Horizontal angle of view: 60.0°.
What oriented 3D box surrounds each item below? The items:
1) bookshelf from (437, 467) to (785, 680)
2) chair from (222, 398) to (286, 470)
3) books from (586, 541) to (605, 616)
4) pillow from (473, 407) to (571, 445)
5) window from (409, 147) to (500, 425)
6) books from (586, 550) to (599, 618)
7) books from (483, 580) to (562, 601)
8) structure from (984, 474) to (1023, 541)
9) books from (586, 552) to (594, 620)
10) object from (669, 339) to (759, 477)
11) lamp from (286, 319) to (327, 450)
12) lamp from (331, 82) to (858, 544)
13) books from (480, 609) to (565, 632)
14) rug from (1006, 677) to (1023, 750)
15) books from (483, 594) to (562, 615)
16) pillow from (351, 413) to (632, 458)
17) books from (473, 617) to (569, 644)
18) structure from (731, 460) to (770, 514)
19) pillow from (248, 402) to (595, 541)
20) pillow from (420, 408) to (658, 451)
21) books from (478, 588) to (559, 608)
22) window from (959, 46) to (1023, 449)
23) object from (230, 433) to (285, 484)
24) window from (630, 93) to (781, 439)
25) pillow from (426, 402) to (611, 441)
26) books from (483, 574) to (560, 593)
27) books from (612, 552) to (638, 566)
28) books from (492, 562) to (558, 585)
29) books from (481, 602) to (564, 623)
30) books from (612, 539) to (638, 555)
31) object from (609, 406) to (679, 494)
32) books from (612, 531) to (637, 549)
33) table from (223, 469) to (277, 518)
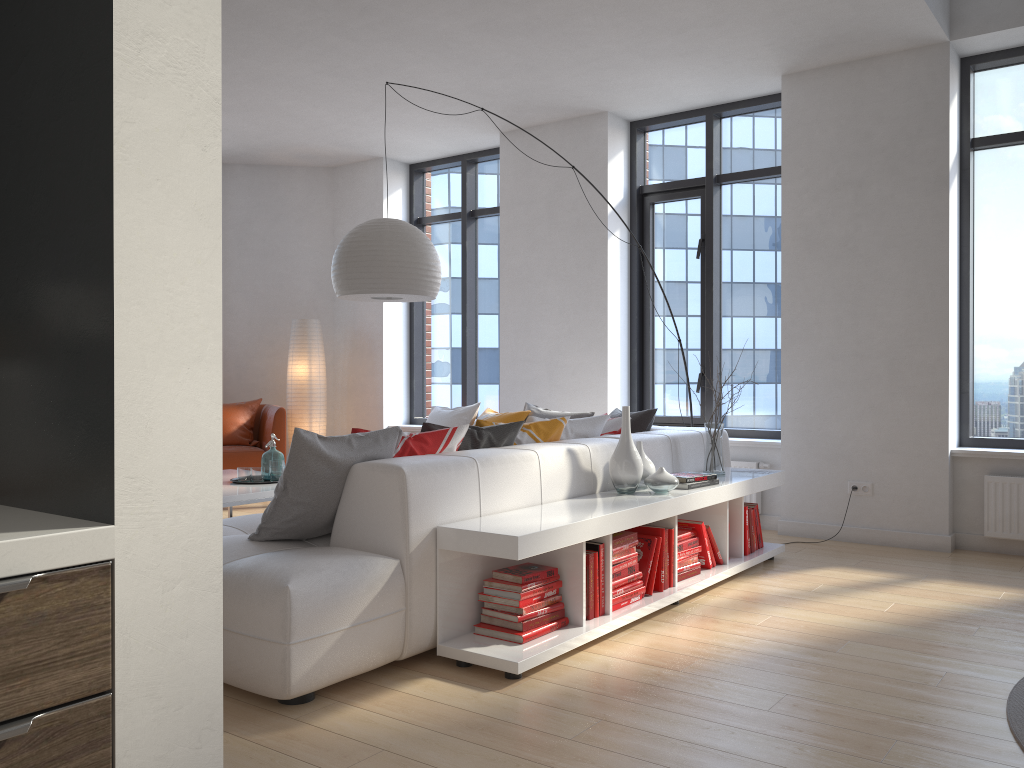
[{"bbox_3d":[0.643,0.748,4.098,0.356,0.500,2.600,0,0,36],"label":"bookshelf"},{"bbox_3d":[-2.359,0.549,7.310,0.896,0.858,0.843,0,0,-22],"label":"chair"},{"bbox_3d":[0.276,0.777,3.588,0.214,0.291,0.049,0,0,36],"label":"books"},{"bbox_3d":[-0.122,0.373,5.099,0.630,0.440,2.095,0,0,-7],"label":"pillow"},{"bbox_3d":[-0.373,-0.825,7.877,1.310,2.402,0.170,0,0,36],"label":"window"},{"bbox_3d":[0.260,0.792,3.558,0.195,0.259,0.042,0,0,36],"label":"books"},{"bbox_3d":[0.042,0.766,3.347,0.179,0.028,0.269,0,0,37],"label":"books"},{"bbox_3d":[3.175,0.761,4.888,1.015,0.460,0.110,0,0,36],"label":"structure"},{"bbox_3d":[0.229,0.793,3.533,0.207,0.259,0.034,0,0,36],"label":"books"},{"bbox_3d":[1.145,0.122,4.747,0.406,0.744,0.607,0,0,-14],"label":"object"},{"bbox_3d":[-1.607,0.201,7.863,0.804,1.550,0.502,0,0,-4],"label":"lamp"},{"bbox_3d":[0.535,-0.333,5.309,3.199,2.647,0.710,0,0,-18],"label":"lamp"},{"bbox_3d":[0.041,0.874,3.349,0.206,0.034,0.259,0,0,39],"label":"books"},{"bbox_3d":[2.614,1.004,2.123,2.499,0.010,2.499,0,0,9],"label":"rug"},{"bbox_3d":[0.042,0.819,3.349,0.182,0.025,0.257,0,0,36],"label":"books"},{"bbox_3d":[0.006,0.388,4.352,0.575,0.449,2.250,0,0,34],"label":"pillow"},{"bbox_3d":[0.037,0.907,3.332,0.227,0.032,0.301,0,0,36],"label":"books"},{"bbox_3d":[1.318,0.754,6.244,1.015,0.460,0.110,0,0,36],"label":"structure"},{"bbox_3d":[-0.319,0.357,4.470,0.647,0.453,2.953,0,0,24],"label":"pillow"},{"bbox_3d":[0.192,0.360,4.620,0.608,0.436,2.120,0,0,32],"label":"pillow"},{"bbox_3d":[0.026,0.794,3.355,0.191,0.028,0.261,0,0,36],"label":"books"},{"bbox_3d":[3.342,-0.811,5.164,1.310,2.402,0.170,0,0,36],"label":"window"},{"bbox_3d":[-1.416,0.415,4.996,0.330,0.265,0.330,0,0,-30],"label":"object"},{"bbox_3d":[1.485,-0.818,6.520,1.310,2.402,0.170,0,0,36],"label":"window"},{"bbox_3d":[-0.207,0.353,5.406,0.580,0.456,2.156,0,0,-28],"label":"pillow"},{"bbox_3d":[0.038,0.740,3.348,0.178,0.025,0.254,0,0,36],"label":"books"},{"bbox_3d":[0.397,0.730,3.746,0.178,0.023,0.236,0,0,36],"label":"books"},{"bbox_3d":[0.050,0.714,3.348,0.152,0.029,0.206,0,0,42],"label":"books"},{"bbox_3d":[0.042,0.845,3.336,0.187,0.026,0.266,0,0,42],"label":"books"},{"bbox_3d":[0.396,0.681,3.747,0.187,0.026,0.266,0,0,31],"label":"books"},{"bbox_3d":[0.576,0.300,4.102,0.316,0.398,0.319,0,0,-30],"label":"object"},{"bbox_3d":[0.379,0.651,3.737,0.206,0.034,0.259,0,0,33],"label":"books"},{"bbox_3d":[-1.678,0.766,4.900,1.091,0.435,1.091,0,0,36],"label":"table"}]
